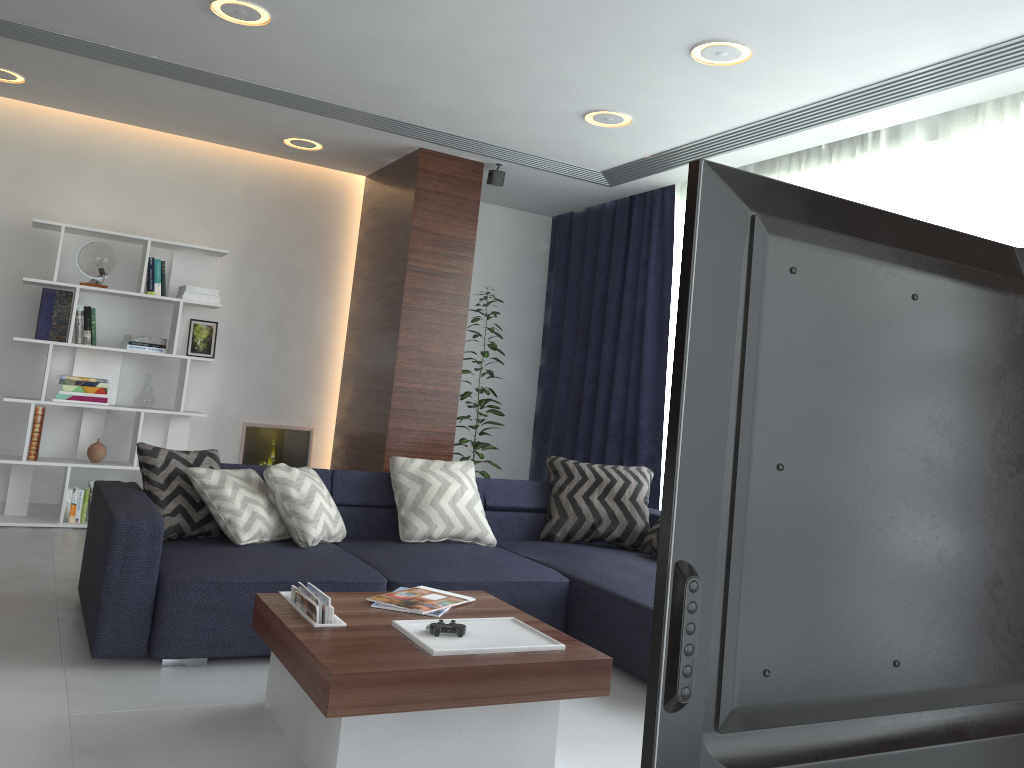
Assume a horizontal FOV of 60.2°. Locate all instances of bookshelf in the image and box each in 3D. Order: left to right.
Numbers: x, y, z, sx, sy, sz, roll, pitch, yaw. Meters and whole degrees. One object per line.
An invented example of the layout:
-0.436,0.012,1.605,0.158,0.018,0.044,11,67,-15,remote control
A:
-2.525,-0.031,5.580,1.144,1.836,0.299,8,-7,-28,bookshelf

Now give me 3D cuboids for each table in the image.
-0.279,0.869,2.583,0.796,0.355,0.804,7,-2,-28,table

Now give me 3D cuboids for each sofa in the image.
-0.140,0.779,3.675,2.857,0.613,1.897,7,-2,-28,sofa

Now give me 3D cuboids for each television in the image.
0.706,0.209,1.190,1.224,0.793,0.297,7,-6,-28,television

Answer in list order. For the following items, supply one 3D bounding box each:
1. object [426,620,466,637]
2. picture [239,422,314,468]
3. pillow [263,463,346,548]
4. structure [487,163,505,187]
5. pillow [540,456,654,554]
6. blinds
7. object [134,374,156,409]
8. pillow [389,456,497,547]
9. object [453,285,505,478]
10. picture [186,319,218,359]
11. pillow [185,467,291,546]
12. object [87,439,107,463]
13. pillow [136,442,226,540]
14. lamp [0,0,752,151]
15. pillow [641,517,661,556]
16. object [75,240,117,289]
-0.183,0.688,2.498,0.112,0.037,0.070,6,-2,-15,object
-1.656,0.637,6.150,0.497,0.705,0.083,8,-7,-28,picture
-0.917,0.536,3.946,0.281,0.354,0.414,5,-4,15,pillow
-0.104,-1.368,5.810,0.084,0.143,0.114,8,-5,-23,structure
0.462,0.682,4.754,0.598,0.523,0.352,6,-5,2,pillow
-0.444,-0.361,2.938,5.772,2.794,7.123,7,-2,-25,blinds
-2.333,0.046,5.636,0.131,0.221,0.132,8,-5,-22,object
-0.348,0.572,4.322,0.492,0.391,0.342,7,-4,-28,pillow
-0.248,0.203,6.282,0.504,1.861,0.478,2,-7,30,object
-2.094,-0.304,5.973,0.181,0.258,0.058,8,-6,-28,picture
-1.153,0.517,3.789,0.331,0.297,0.412,4,-3,24,pillow
-2.586,0.415,5.505,0.110,0.149,0.122,8,-5,-31,object
-1.392,0.456,3.775,0.222,0.389,0.411,3,-5,32,pillow
-2.878,-1.782,1.529,9.515,0.085,5.350,7,-2,-42,lamp
0.862,0.703,4.347,0.285,0.347,0.414,8,-4,-23,pillow
-2.610,-0.709,5.525,0.234,0.387,0.219,6,-5,-8,object
